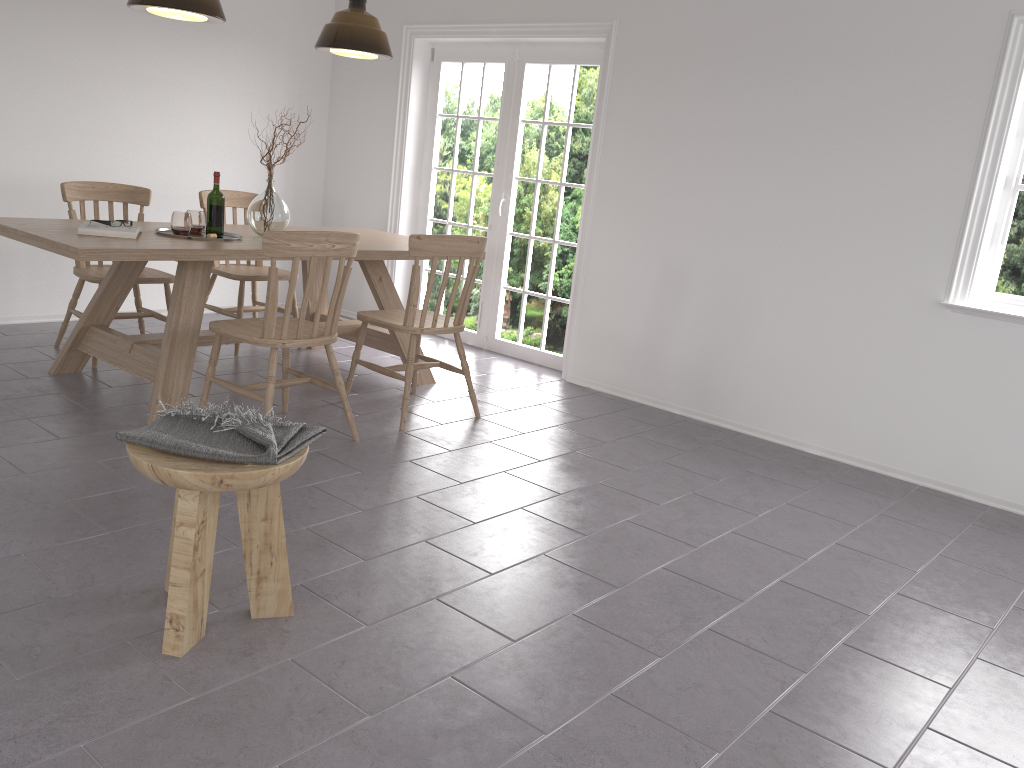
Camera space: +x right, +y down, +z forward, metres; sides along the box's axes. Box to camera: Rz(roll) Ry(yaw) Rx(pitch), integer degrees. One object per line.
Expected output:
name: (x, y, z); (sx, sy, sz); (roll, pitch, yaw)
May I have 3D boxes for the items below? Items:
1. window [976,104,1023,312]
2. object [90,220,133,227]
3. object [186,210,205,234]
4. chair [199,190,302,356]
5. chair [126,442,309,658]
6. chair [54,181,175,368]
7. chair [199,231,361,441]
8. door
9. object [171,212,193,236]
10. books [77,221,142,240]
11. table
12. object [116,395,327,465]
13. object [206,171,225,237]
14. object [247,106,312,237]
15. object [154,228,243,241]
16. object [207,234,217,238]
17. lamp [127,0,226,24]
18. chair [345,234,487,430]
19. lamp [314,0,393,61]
window: (2.600, -0.785, 3.644); (1.055, 1.168, 0.120); (17, 17, 37)
object: (-1.751, -0.707, 3.881); (0.135, 0.030, 0.141); (12, 15, 23)
object: (-1.528, -0.781, 4.273); (0.095, 0.106, 0.095); (1, 15, -22)
chair: (-1.588, -0.684, 5.343); (0.519, 0.902, 0.506); (17, 17, 37)
chair: (-0.753, 0.378, 2.265); (0.431, 0.479, 0.431); (-3, 16, -34)
chair: (-2.096, -0.598, 4.742); (0.506, 0.902, 0.519); (-7, 19, -45)
chair: (-0.969, -0.222, 3.733); (0.519, 0.902, 0.506); (17, 17, 37)
door: (-0.079, -1.195, 5.881); (1.571, 2.024, 0.115); (17, 17, 37)
object: (-1.530, -0.740, 4.106); (0.095, 0.106, 0.095); (1, 15, -22)
books: (-1.758, -0.678, 3.886); (0.231, 0.040, 0.342); (2, 14, -19)
table: (-1.310, -0.391, 4.595); (1.001, 0.749, 2.300); (17, 17, 37)
object: (-0.742, 0.119, 2.269); (0.462, 0.120, 0.348); (9, 14, 9)
object: (-1.405, -0.853, 4.208); (0.081, 0.303, 0.081); (8, 14, 5)
object: (-1.165, -1.065, 4.424); (0.291, 0.666, 0.313); (7, 14, 1)
object: (-1.479, -0.707, 4.194); (0.394, 0.014, 0.394); (5, 14, -7)
object: (-1.397, -0.688, 4.129); (0.024, 0.024, 0.046); (11, 14, 18)
lamp: (-1.335, -2.824, 3.619); (0.410, 2.502, 0.410); (-7, 19, -45)
chair: (-0.460, -0.308, 4.334); (0.506, 0.902, 0.519); (-7, 19, -45)
lamp: (-0.732, -2.591, 4.462); (0.410, 1.796, 0.410); (3, 14, -16)
